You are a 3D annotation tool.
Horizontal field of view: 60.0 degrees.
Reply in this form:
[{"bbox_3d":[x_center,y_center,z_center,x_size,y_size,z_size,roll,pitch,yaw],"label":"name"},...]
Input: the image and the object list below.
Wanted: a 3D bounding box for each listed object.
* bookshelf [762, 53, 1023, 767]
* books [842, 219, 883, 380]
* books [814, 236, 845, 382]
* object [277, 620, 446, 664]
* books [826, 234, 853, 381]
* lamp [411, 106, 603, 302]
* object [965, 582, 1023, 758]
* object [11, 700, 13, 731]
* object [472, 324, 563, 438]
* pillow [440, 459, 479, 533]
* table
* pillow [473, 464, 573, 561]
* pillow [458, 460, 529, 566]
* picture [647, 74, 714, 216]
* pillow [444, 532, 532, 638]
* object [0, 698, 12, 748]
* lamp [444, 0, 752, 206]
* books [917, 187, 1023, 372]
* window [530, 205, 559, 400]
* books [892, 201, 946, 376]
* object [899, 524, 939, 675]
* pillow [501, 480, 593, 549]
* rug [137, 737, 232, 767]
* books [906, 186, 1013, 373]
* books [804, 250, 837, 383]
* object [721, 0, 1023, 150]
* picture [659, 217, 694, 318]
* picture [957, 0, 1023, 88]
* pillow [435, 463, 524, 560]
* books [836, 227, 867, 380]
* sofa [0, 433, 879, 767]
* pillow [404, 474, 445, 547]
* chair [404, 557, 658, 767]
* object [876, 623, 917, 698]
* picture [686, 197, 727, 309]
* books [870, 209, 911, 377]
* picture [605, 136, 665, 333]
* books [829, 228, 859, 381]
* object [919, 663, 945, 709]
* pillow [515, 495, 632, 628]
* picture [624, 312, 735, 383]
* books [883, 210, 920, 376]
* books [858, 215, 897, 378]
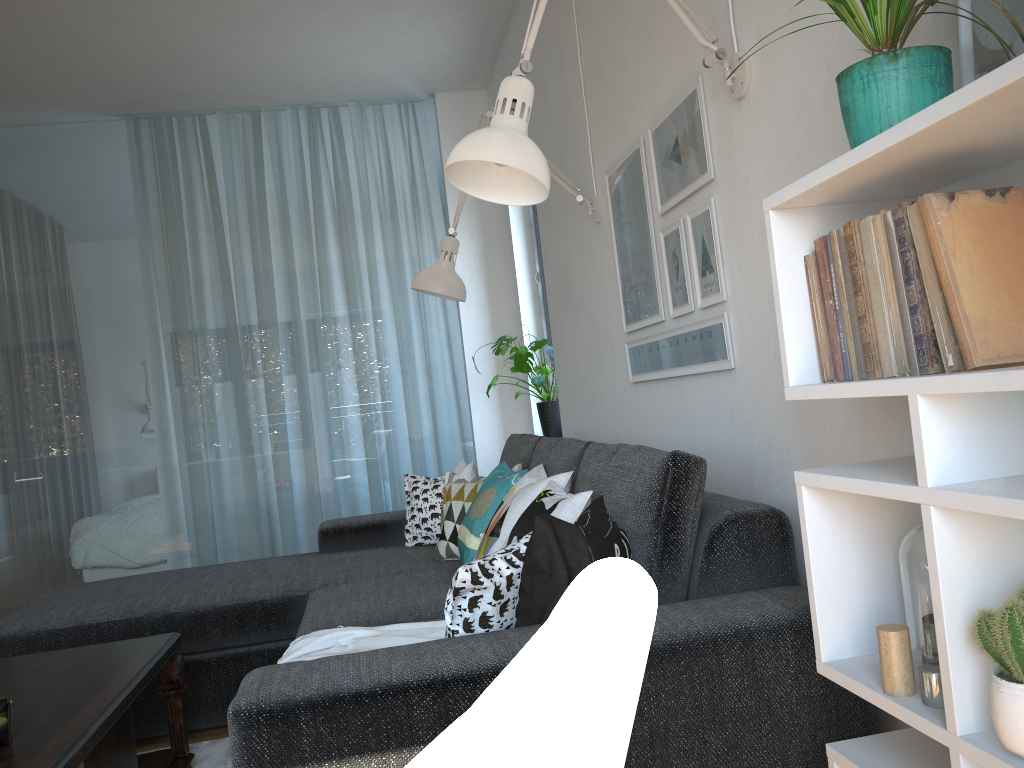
[{"bbox_3d":[0.643,0.291,0.727,0.237,1.200,1.190,-6,-1,-9],"label":"bookshelf"},{"bbox_3d":[0.514,-0.115,1.158,0.133,0.210,0.044,-6,0,-8],"label":"books"},{"bbox_3d":[0.504,-0.111,1.245,0.129,0.205,0.043,-6,0,-9],"label":"books"},{"bbox_3d":[-0.285,0.641,2.010,0.605,0.212,0.488,-6,-1,-13],"label":"object"},{"bbox_3d":[0.509,-0.110,1.223,0.136,0.210,0.033,-6,0,-8],"label":"books"},{"bbox_3d":[-0.043,-0.643,3.152,0.698,0.669,0.200,-7,0,0],"label":"lamp"},{"bbox_3d":[0.538,0.297,0.914,0.087,0.173,0.088,-7,-1,7],"label":"object"},{"bbox_3d":[-1.054,0.685,1.814,0.060,0.061,0.060,-6,-1,-4],"label":"object"},{"bbox_3d":[0.068,0.026,4.447,0.447,0.675,0.658,-6,-1,-18],"label":"object"},{"bbox_3d":[-0.194,0.465,3.382,0.173,0.344,0.360,-6,-1,-10],"label":"pillow"},{"bbox_3d":[-1.133,0.935,1.980,0.570,0.409,1.180,-6,-1,-9],"label":"table"},{"bbox_3d":[0.013,0.432,2.489,0.285,0.368,0.437,-6,-1,-9],"label":"pillow"},{"bbox_3d":[-0.046,0.430,2.835,0.273,0.340,0.414,-6,-1,-10],"label":"pillow"},{"bbox_3d":[0.431,-0.599,2.277,0.021,0.248,0.390,-6,-1,-9],"label":"picture"},{"bbox_3d":[-0.028,0.445,1.726,0.170,0.312,0.358,-7,-1,32],"label":"pillow"},{"bbox_3d":[-1.026,0.671,1.743,0.079,0.081,0.079,-6,-1,-14],"label":"object"},{"bbox_3d":[0.178,-0.698,1.736,0.698,0.669,0.200,-6,0,-18],"label":"lamp"},{"bbox_3d":[0.543,-0.121,0.991,0.132,0.204,0.070,-6,0,-8],"label":"books"},{"bbox_3d":[12.197,0.533,11.687,24.373,18.369,13.979,-6,-1,-3],"label":"window"},{"bbox_3d":[0.536,-0.119,1.059,0.133,0.208,0.044,-6,0,-8],"label":"books"},{"bbox_3d":[0.585,0.285,1.193,0.108,0.197,0.108,-7,-1,2],"label":"object"},{"bbox_3d":[0.059,0.415,2.148,0.265,0.318,0.382,-6,-1,-9],"label":"pillow"},{"bbox_3d":[-1.111,1.137,1.891,1.051,0.034,1.814,-6,-1,-10],"label":"rug"},{"bbox_3d":[0.542,-0.121,1.023,0.128,0.211,0.061,-6,0,-8],"label":"books"},{"bbox_3d":[0.495,-0.101,1.272,0.124,0.191,0.048,-6,0,-9],"label":"books"},{"bbox_3d":[0.499,-0.476,1.124,0.387,0.372,0.424,-6,-1,-22],"label":"object"},{"bbox_3d":[0.446,-0.309,2.385,0.021,0.248,0.166,-6,-1,-9],"label":"picture"},{"bbox_3d":[0.620,-0.574,0.973,0.059,0.532,0.390,-6,-1,-9],"label":"picture"},{"bbox_3d":[-0.085,0.467,3.161,0.242,0.363,0.454,-6,-1,-42],"label":"pillow"},{"bbox_3d":[0.514,-0.113,1.185,0.136,0.209,0.044,-6,0,-9],"label":"books"},{"bbox_3d":[-0.630,0.679,2.583,2.162,0.847,2.509,-6,-1,-9],"label":"sofa"},{"bbox_3d":[-0.314,0.510,3.584,0.334,0.320,0.160,-7,-1,26],"label":"pillow"},{"bbox_3d":[-0.202,0.598,0.627,0.685,0.832,0.545,-7,-1,16],"label":"chair"},{"bbox_3d":[0.554,0.345,1.160,0.176,0.084,0.079,-6,-1,-41],"label":"object"},{"bbox_3d":[0.479,-0.317,2.175,0.021,0.248,0.166,-6,-1,-9],"label":"picture"},{"bbox_3d":[0.527,-0.117,1.103,0.133,0.209,0.044,-6,0,-9],"label":"books"},{"bbox_3d":[0.372,-0.439,2.731,0.013,0.534,0.390,-6,-1,-9],"label":"picture"},{"bbox_3d":[0.509,-0.113,1.207,0.129,0.209,0.035,-6,0,-9],"label":"books"},{"bbox_3d":[0.520,0.368,1.081,0.040,0.044,0.040,-7,-1,17],"label":"object"},{"bbox_3d":[0.138,0.412,1.810,0.234,0.358,0.449,-7,-1,17],"label":"pillow"},{"bbox_3d":[0.452,-0.088,2.505,0.021,0.136,0.837,-6,-1,-9],"label":"picture"},{"bbox_3d":[0.532,-0.116,1.081,0.131,0.204,0.035,-6,0,-9],"label":"books"},{"bbox_3d":[0.524,-0.116,1.131,0.135,0.208,0.048,-6,0,-9],"label":"books"}]
